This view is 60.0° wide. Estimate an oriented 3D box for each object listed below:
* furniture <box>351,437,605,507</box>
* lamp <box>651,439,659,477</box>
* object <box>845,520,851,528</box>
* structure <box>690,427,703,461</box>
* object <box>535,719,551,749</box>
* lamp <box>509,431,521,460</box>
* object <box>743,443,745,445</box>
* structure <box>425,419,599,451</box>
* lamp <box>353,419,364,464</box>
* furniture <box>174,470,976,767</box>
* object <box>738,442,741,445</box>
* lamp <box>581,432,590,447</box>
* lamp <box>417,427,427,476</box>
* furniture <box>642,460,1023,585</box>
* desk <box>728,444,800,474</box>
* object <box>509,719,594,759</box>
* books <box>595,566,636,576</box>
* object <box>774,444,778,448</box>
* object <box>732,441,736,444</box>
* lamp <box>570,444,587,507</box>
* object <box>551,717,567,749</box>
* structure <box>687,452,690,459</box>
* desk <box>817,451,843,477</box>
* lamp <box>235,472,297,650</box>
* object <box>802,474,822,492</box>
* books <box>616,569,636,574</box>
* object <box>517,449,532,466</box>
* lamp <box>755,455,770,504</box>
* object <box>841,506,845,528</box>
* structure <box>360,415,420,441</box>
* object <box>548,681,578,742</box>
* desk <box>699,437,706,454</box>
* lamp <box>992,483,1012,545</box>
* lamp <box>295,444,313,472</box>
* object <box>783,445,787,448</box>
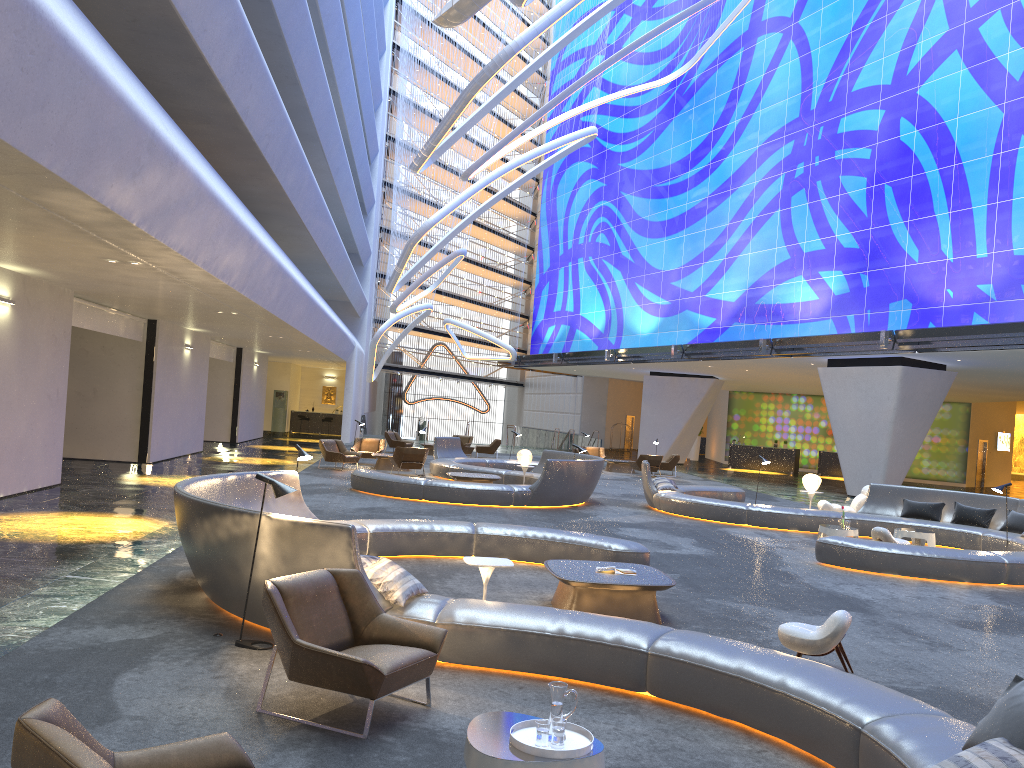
[{"bbox_3d":[-0.180,2.019,21.782,5.183,0.969,9.934,4,-2,10],"label":"furniture"},{"bbox_3d":[4.811,2.480,29.748,0.202,1.300,0.384,4,0,10],"label":"lamp"},{"bbox_3d":[5.376,2.247,14.199,0.071,0.118,0.151,4,-1,4],"label":"object"},{"bbox_3d":[9.482,2.925,45.720,1.023,2.051,0.772,4,0,-28],"label":"structure"},{"bbox_3d":[0.136,1.559,3.939,0.071,0.118,0.071,4,0,-24],"label":"object"},{"bbox_3d":[0.059,2.038,26.451,0.384,1.300,0.202,4,0,11],"label":"lamp"},{"bbox_3d":[10.539,2.731,40.299,0.072,0.070,0.073,4,-1,28],"label":"object"},{"bbox_3d":[-1.260,6.552,56.153,9.307,8.399,19.733,4,-1,-6],"label":"structure"},{"bbox_3d":[-4.538,1.692,26.001,0.384,1.300,0.202,4,0,11],"label":"lamp"},{"bbox_3d":[-0.274,1.562,6.639,5.187,0.969,9.926,4,-2,-10],"label":"furniture"},{"bbox_3d":[10.366,2.702,40.394,0.107,0.108,0.111,4,-1,28],"label":"object"},{"bbox_3d":[2.623,2.403,32.479,0.384,1.300,0.202,4,0,11],"label":"lamp"},{"bbox_3d":[-2.350,1.769,23.270,0.202,1.300,0.384,4,0,10],"label":"lamp"},{"bbox_3d":[6.006,2.317,16.773,5.188,0.969,9.924,5,-2,-14],"label":"furniture"},{"bbox_3d":[11.376,3.369,40.058,2.974,1.097,0.814,3,-1,32],"label":"desk"},{"bbox_3d":[0.180,1.609,4.026,0.381,0.038,0.381,5,-2,-15],"label":"object"},{"bbox_3d":[1.020,1.816,8.673,0.395,0.039,0.301,4,-2,8],"label":"books"},{"bbox_3d":[11.774,2.761,39.562,0.150,0.145,0.150,4,-1,27],"label":"object"},{"bbox_3d":[10.151,2.670,40.511,0.149,0.150,0.149,4,-1,28],"label":"object"},{"bbox_3d":[1.325,1.888,18.299,0.384,1.300,0.202,4,0,11],"label":"lamp"},{"bbox_3d":[0.208,1.566,3.973,0.071,0.118,0.071,4,0,-39],"label":"object"},{"bbox_3d":[9.725,3.006,47.845,0.773,2.051,1.021,4,0,-36],"label":"structure"},{"bbox_3d":[15.128,3.612,39.097,2.974,1.097,0.814,3,-1,30],"label":"desk"},{"bbox_3d":[-1.822,1.313,6.589,0.384,1.300,0.202,4,0,-7],"label":"lamp"},{"bbox_3d":[6.446,2.126,19.075,0.367,0.387,0.318,4,-1,-24],"label":"object"},{"bbox_3d":[1.116,1.828,8.644,0.133,0.012,0.189,5,-2,-17],"label":"books"},{"bbox_3d":[0.293,1.734,20.857,0.367,0.387,0.318,4,-1,1],"label":"object"},{"bbox_3d":[5.449,2.219,19.401,0.202,1.300,0.383,4,0,-31],"label":"lamp"},{"bbox_3d":[5.272,2.117,14.094,0.066,0.356,0.076,4,0,-39],"label":"object"},{"bbox_3d":[-7.582,6.026,54.983,3.017,8.238,19.829,4,-1,-6],"label":"structure"},{"bbox_3d":[0.218,1.502,4.069,0.131,0.252,0.103,4,0,-23],"label":"object"},{"bbox_3d":[11.803,3.875,56.070,2.974,1.097,0.814,3,-1,32],"label":"desk"},{"bbox_3d":[8.071,2.267,14.620,0.384,1.300,0.202,4,0,-13],"label":"lamp"},{"bbox_3d":[-2.561,1.377,10.579,0.383,1.300,0.202,4,0,43],"label":"lamp"},{"bbox_3d":[12.141,2.783,39.386,0.150,0.145,0.150,4,-1,27],"label":"object"}]
